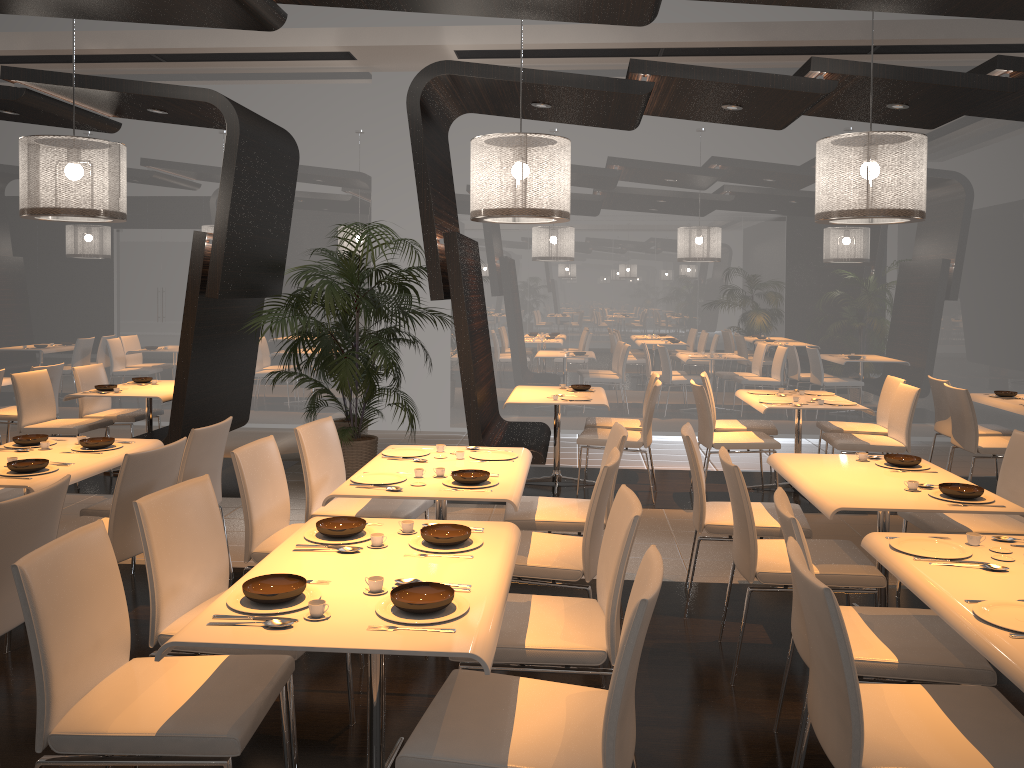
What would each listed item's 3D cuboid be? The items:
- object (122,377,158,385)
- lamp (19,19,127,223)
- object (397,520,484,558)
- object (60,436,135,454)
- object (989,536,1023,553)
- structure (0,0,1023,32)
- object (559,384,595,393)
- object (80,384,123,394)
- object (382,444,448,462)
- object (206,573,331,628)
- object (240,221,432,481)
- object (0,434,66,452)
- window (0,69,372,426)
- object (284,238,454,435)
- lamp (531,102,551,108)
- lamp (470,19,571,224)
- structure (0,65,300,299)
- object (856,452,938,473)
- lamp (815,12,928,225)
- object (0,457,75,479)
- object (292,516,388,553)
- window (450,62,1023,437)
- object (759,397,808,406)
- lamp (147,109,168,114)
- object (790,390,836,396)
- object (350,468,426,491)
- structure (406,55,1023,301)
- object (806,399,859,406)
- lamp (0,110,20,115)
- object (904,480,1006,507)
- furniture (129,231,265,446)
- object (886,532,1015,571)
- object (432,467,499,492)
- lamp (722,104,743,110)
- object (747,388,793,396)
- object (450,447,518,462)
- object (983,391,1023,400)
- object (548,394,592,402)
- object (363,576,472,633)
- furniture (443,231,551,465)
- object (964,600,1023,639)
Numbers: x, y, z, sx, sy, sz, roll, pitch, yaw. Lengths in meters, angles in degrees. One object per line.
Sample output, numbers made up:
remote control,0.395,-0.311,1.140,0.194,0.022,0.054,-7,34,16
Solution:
object,-3.161,-0.027,7.607,0.303,0.044,0.366,0,6,-2
lamp,-2.841,-2.034,5.729,0.627,1.926,0.628,0,2,-24
object,-0.244,0.497,2.917,0.303,0.044,0.366,1,6,3
object,-2.158,0.305,4.569,0.303,0.044,0.366,1,6,3
object,1.716,0.527,2.814,0.335,0.038,0.379,0,6,-7
structure,-0.345,-1.141,3.308,10.660,1.732,2.914,1,5,4
object,0.544,0.031,7.356,0.303,0.044,0.366,1,6,3
object,-3.200,0.037,7.002,0.303,0.044,0.366,1,6,3
object,-0.487,0.339,4.411,0.335,0.038,0.379,0,6,-2
object,-0.604,0.556,2.327,0.303,0.044,0.366,1,6,3
object,-1.265,-0.236,7.051,1.561,2.055,1.510,0,3,-2
object,-2.485,0.300,4.587,0.303,0.044,0.366,1,6,3
window,-4.654,-1.520,9.655,6.578,3.971,0.070,1,2,4
object,-1.405,-0.354,8.147,1.506,2.055,1.566,-2,4,-34
lamp,0.232,-2.223,7.004,0.160,0.054,0.161,1,6,10
lamp,0.059,-1.987,5.516,0.627,1.926,0.628,2,2,32
structure,-4.900,-1.608,7.392,5.932,1.724,1.407,1,3,4
object,1.847,0.370,4.273,0.303,0.044,0.366,1,6,3
lamp,2.183,-1.953,5.359,0.627,1.926,0.628,2,2,32
object,-2.190,0.367,3.978,0.303,0.044,0.366,1,6,3
object,-0.546,0.491,2.945,0.303,0.044,0.366,1,6,3
window,2.527,-1.404,9.127,6.579,3.971,0.070,1,2,4
object,2.030,0.127,6.601,0.335,0.038,0.379,0,6,-2
lamp,-2.901,-2.246,7.235,0.161,0.055,0.162,0,6,-1
object,2.458,0.060,7.259,0.335,0.038,0.379,0,6,-7
object,-0.532,0.403,3.799,0.335,0.038,0.379,0,6,-2
structure,2.242,-1.492,6.867,5.932,1.724,1.407,1,3,4
object,2.398,0.125,6.646,0.335,0.038,0.379,0,6,-7
lamp,-4.173,-2.267,7.328,0.161,0.055,0.162,0,6,-1
object,1.799,0.438,3.626,0.303,0.044,0.366,1,6,3
furniture,-2.579,-0.374,7.254,0.757,1.671,1.407,1,3,4
object,1.403,0.524,2.819,0.335,0.038,0.379,0,6,-2
object,-0.205,0.401,3.818,0.303,0.044,0.366,1,6,3
lamp,1.717,-2.172,6.895,0.161,0.055,0.162,0,6,-1
object,2.104,0.063,7.205,0.335,0.038,0.379,0,6,-2
object,-0.142,0.339,4.437,0.335,0.038,0.379,0,6,-7
object,4.005,0.088,7.093,0.303,0.044,0.366,1,6,3
object,0.441,0.093,6.789,0.335,0.038,0.379,0,6,-7
object,-0.261,0.559,2.324,0.303,0.044,0.366,1,6,3
furniture,-0.078,-0.333,7.070,0.757,1.671,1.407,1,3,4
object,1.358,0.589,2.207,0.335,0.038,0.379,0,6,-2
